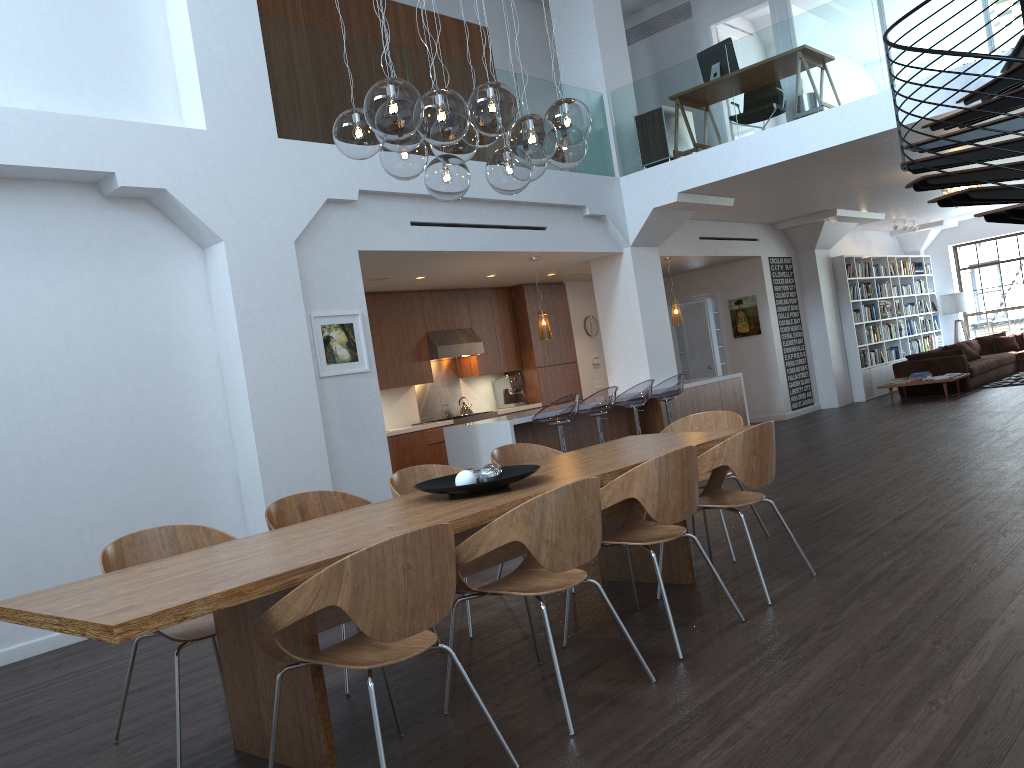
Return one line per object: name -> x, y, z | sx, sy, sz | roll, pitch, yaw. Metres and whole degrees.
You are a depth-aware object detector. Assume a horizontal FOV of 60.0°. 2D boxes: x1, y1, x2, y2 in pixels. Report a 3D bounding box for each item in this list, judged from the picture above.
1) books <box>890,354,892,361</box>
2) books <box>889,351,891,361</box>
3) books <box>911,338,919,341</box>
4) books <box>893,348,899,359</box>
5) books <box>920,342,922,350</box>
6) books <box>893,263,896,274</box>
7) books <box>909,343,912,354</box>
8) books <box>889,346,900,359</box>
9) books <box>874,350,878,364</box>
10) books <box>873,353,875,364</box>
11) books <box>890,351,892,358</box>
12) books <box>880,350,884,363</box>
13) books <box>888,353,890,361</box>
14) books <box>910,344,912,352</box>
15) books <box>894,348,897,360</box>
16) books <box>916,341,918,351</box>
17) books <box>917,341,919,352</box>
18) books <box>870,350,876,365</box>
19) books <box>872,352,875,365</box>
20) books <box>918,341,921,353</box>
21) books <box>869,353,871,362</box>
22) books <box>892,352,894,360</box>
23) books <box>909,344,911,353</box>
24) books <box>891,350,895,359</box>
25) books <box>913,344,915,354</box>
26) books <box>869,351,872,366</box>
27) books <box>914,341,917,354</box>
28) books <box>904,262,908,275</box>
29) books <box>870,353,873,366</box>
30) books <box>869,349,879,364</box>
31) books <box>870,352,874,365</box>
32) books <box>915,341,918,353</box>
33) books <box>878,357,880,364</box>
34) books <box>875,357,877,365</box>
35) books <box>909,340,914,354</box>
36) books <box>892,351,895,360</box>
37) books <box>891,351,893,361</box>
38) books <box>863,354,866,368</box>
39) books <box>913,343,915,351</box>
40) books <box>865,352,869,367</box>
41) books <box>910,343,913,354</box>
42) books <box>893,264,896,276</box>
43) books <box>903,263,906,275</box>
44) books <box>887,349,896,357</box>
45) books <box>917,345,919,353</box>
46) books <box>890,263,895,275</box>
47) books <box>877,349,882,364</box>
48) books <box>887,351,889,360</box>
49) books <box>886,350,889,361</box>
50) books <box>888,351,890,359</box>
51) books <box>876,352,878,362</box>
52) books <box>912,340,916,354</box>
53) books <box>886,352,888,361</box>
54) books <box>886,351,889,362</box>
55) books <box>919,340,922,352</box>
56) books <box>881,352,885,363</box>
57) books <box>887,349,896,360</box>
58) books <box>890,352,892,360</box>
books -> 6.654, -0.478, 15.707 | 0.110, 0.153, 0.019 | -9, 0, 42
books -> 6.637, -0.485, 15.698 | 0.109, 0.171, 0.018 | -9, 0, 42
books -> 7.657, -0.708, 16.859 | 0.176, 0.290, 0.036 | -9, 0, 42
books -> 6.867, -0.537, 15.963 | 0.146, 0.202, 0.027 | -9, 0, 42
books -> 7.724, -0.699, 16.923 | 0.160, 0.250, 0.026 | -9, 0, 42
books -> 6.979, -2.098, 16.350 | 0.160, 0.251, 0.039 | -9, 0, 42
books -> 7.324, -0.630, 16.490 | 0.174, 0.240, 0.045 | -9, 0, 42
books -> 6.918, -0.560, 16.028 | 0.140, 0.231, 0.042 | -9, 0, 42
books -> 6.152, -0.445, 15.177 | 0.171, 0.246, 0.039 | -9, 0, 42
books -> 6.087, -0.414, 15.091 | 0.161, 0.223, 0.030 | -9, 0, 42
books -> 6.676, -0.488, 15.737 | 0.120, 0.167, 0.020 | -9, 0, 42
books -> 6.322, -0.467, 15.366 | 0.174, 0.236, 0.142 | -9, 0, 42
books -> 6.586, -0.480, 15.648 | 0.128, 0.178, 0.021 | -9, 0, 42
books -> 7.357, -0.626, 16.509 | 0.161, 0.223, 0.026 | -9, 0, 42
books -> 6.816, -0.529, 15.899 | 0.146, 0.202, 0.027 | -9, 0, 42
books -> 7.563, -0.671, 16.745 | 0.171, 0.246, 0.057 | -9, 0, 42
books -> 7.610, -0.675, 16.806 | 0.174, 0.240, 0.045 | -9, 0, 42
books -> 6.100, -0.442, 15.125 | 0.183, 0.253, 0.042 | -9, 0, 42
books -> 6.061, -0.419, 15.070 | 0.161, 0.223, 0.033 | -9, 0, 42
books -> 7.643, -0.687, 16.828 | 0.183, 0.253, 0.034 | -9, 0, 42
books -> 5.941, -0.431, 14.962 | 0.198, 0.284, 0.049 | -9, 0, 42
books -> 6.722, -0.497, 15.793 | 0.122, 0.169, 0.023 | -9, 0, 42
books -> 7.297, -0.632, 16.461 | 0.183, 0.253, 0.034 | -9, 0, 42
books -> 6.758, -0.508, 15.834 | 0.128, 0.178, 0.021 | -9, 0, 42
books -> 7.442, -0.654, 16.603 | 0.160, 0.250, 0.026 | -9, 0, 42
books -> 5.977, -0.419, 14.987 | 0.160, 0.251, 0.031 | -9, 0, 42
books -> 7.510, -0.666, 16.687 | 0.183, 0.253, 0.034 | -9, 0, 42
books -> 7.391, -2.166, 16.812 | 0.183, 0.253, 0.034 | -9, 0, 42
books -> 6.006, -0.410, 15.003 | 0.161, 0.223, 0.032 | -9, 0, 42
books -> 6.200, -0.459, 15.239 | 0.180, 0.259, 0.042 | -9, 0, 42
books -> 6.027, -0.418, 15.043 | 0.176, 0.231, 0.053 | -9, 0, 42
books -> 7.535, -0.670, 16.709 | 0.183, 0.253, 0.034 | -9, 0, 42
books -> 6.223, -0.449, 15.279 | 0.168, 0.231, 0.045 | -9, 0, 42
books -> 6.128, -0.430, 15.151 | 0.161, 0.223, 0.033 | -9, 0, 42
books -> 7.399, -0.664, 16.579 | 0.198, 0.284, 0.066 | -9, 0, 42
books -> 6.741, -0.502, 15.814 | 0.126, 0.173, 0.032 | -9, 0, 42
books -> 6.699, -0.490, 15.752 | 0.106, 0.162, 0.032 | -9, 0, 42
books -> 5.796, -0.376, 14.761 | 0.161, 0.223, 0.032 | -9, 0, 42
books -> 7.463, -0.643, 16.621 | 0.161, 0.223, 0.026 | -9, 0, 42
books -> 5.863, -0.402, 14.858 | 0.180, 0.251, 0.048 | -9, 0, 42
books -> 7.369, -0.632, 16.540 | 0.168, 0.231, 0.037 | -9, 0, 42
books -> 6.962, -2.082, 16.320 | 0.161, 0.223, 0.032 | -9, 0, 42
books -> 7.339, -2.154, 16.749 | 0.171, 0.246, 0.057 | -9, 0, 42
books -> 6.792, -0.525, 15.885 | 0.146, 0.202, 0.027 | -9, 0, 42
books -> 7.594, -0.664, 16.775 | 0.161, 0.223, 0.027 | -9, 0, 42
books -> 6.932, -2.091, 16.303 | 0.160, 0.251, 0.031 | -9, 0, 42
books -> 6.262, -0.466, 15.299 | 0.183, 0.253, 0.042 | -9, 0, 42
books -> 6.573, -0.478, 15.630 | 0.128, 0.178, 0.022 | -9, 0, 42
books -> 6.553, -0.486, 15.619 | 0.127, 0.200, 0.020 | -9, 0, 42
books -> 6.598, -0.485, 15.671 | 0.134, 0.184, 0.030 | -9, 0, 42
books -> 6.176, -0.451, 15.208 | 0.160, 0.251, 0.039 | -9, 0, 42
books -> 7.478, -0.680, 16.656 | 0.176, 0.290, 0.053 | -9, 0, 42
books -> 6.507, -0.474, 15.562 | 0.139, 0.191, 0.036 | -9, 0, 42
books -> 6.532, -0.481, 15.594 | 0.136, 0.196, 0.045 | -9, 0, 42
books -> 7.692, -0.698, 16.894 | 0.180, 0.259, 0.060 | -9, 0, 42
books -> 6.368, -0.459, 15.403 | 0.161, 0.207, 0.135 | -9, 0, 42
books -> 6.775, -0.517, 15.857 | 0.139, 0.191, 0.036 | -9, 0, 42
books -> 6.665, -0.480, 15.722 | 0.110, 0.153, 0.018 | -9, 0, 42
